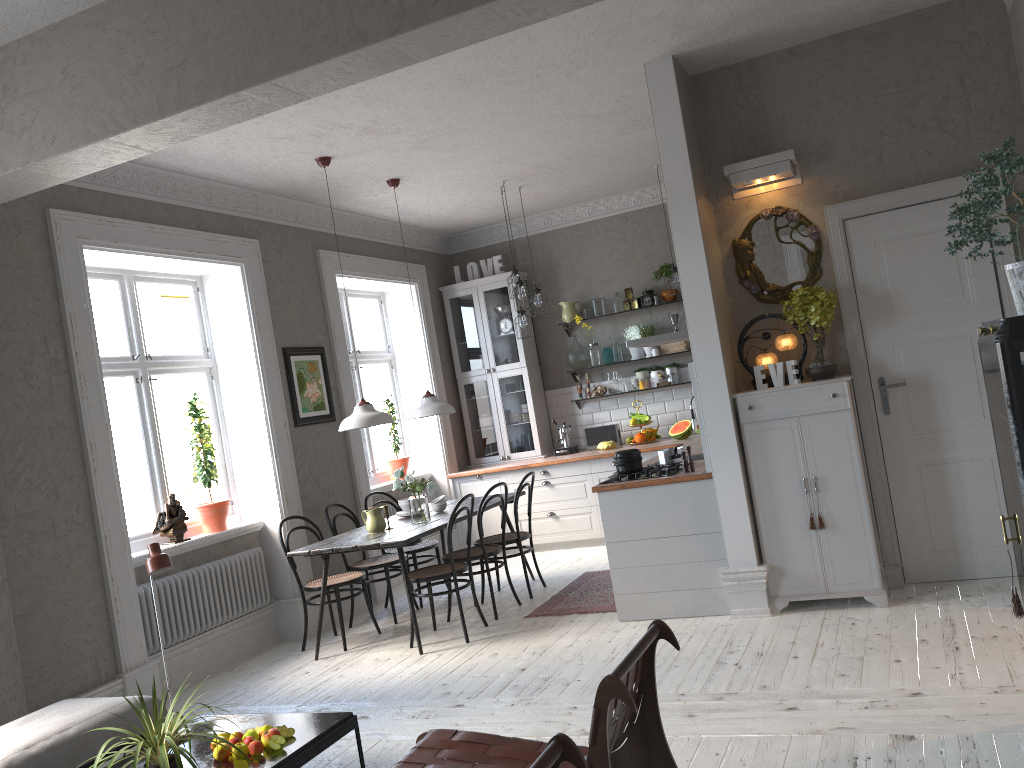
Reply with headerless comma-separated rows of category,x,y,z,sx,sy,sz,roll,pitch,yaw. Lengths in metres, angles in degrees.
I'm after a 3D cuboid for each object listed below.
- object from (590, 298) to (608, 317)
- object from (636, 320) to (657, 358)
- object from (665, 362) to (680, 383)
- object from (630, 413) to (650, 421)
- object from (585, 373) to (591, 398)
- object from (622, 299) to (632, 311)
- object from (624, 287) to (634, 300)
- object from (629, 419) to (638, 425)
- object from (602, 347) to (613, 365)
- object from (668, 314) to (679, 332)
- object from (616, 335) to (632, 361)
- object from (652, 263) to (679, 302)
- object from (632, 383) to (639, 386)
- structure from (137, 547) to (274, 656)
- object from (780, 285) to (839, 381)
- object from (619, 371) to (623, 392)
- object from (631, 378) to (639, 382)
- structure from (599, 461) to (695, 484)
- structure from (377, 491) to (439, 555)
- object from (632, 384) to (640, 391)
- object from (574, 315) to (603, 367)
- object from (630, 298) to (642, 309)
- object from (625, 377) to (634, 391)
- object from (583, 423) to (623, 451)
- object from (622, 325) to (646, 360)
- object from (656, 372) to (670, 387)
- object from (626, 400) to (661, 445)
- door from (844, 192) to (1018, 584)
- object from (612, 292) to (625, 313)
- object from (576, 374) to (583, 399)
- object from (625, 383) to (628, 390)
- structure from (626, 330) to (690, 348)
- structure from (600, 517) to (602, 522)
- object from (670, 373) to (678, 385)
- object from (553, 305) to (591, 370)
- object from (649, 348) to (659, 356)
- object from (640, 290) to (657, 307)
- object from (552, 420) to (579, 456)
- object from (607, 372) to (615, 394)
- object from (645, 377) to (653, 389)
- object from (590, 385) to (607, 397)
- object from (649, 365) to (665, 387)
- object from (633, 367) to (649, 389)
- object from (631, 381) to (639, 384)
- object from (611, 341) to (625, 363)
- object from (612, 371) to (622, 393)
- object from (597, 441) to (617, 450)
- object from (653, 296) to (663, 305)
object,0.874,-0.761,8.870,0.175,0.184,0.169,-9,-1,-28
object,1.337,-0.451,8.698,0.186,0.380,0.167,-9,-1,-16
object,1.587,-0.105,8.696,0.156,0.213,0.155,-10,-1,20
object,1.236,0.313,8.561,0.207,0.101,0.068,-10,-1,29
object,0.775,0.010,8.968,0.062,0.264,0.052,-9,-1,-31
object,1.147,-0.773,8.753,0.081,0.113,0.084,-10,-1,23
object,1.154,-0.888,8.730,0.082,0.113,0.083,-9,-1,3
object,1.189,0.381,8.618,0.095,0.078,0.102,-10,-1,10
object,0.976,-0.281,8.908,0.124,0.172,0.128,-10,-1,26
object,1.590,-0.558,8.617,0.130,0.287,0.131,-10,-1,8
object,1.125,-0.351,8.912,0.129,0.264,0.134,-10,-1,28
object,1.523,-0.982,8.590,0.246,0.397,0.255,-9,-1,-43
object,1.218,0.018,8.694,0.076,0.051,0.078,-10,-1,16
structure,-2.041,1.415,5.875,0.146,0.428,1.240,-10,-1,22
object,1.776,-0.301,5.152,0.347,0.553,0.291,-9,-1,-33
object,1.076,-0.021,8.858,0.081,0.217,0.082,-10,-1,9
object,1.211,-0.024,8.695,0.077,0.051,0.077,-10,-1,9
structure,0.889,0.567,5.788,0.489,0.031,0.615,-10,-1,23
structure,-1.012,1.292,8.230,0.146,0.428,1.240,-10,-1,22
object,1.220,0.035,8.694,0.076,0.051,0.078,-10,-1,16
object,0.760,-0.435,8.829,0.189,0.540,0.283,-10,-1,15
object,1.224,-0.786,8.717,0.081,0.113,0.084,-10,-1,33
object,1.169,0.001,8.760,0.079,0.139,0.078,-9,-1,-4
object,0.900,0.528,8.776,0.346,0.226,0.089,-10,-1,22
object,1.240,-0.420,8.795,0.240,0.354,0.239,-10,-1,41
object,1.471,-0.054,8.640,0.119,0.147,0.100,-9,-1,-10
object,1.243,0.369,8.590,0.350,0.425,0.354,-10,-1,8
door,2.489,0.047,5.116,0.740,2.183,0.081,-10,-1,22
object,1.071,-0.810,8.892,0.142,0.220,0.138,-9,-1,-18
object,0.686,0.026,9.022,0.053,0.264,0.061,-9,-1,-6
object,1.177,0.029,8.841,0.076,0.083,0.079,-10,-1,41
structure,1.179,-1.124,6.726,0.702,1.595,0.722,-10,-1,23
structure,0.970,0.923,5.770,0.609,0.623,0.631,-10,-1,23
object,1.565,-0.053,8.582,0.077,0.108,0.078,-10,-1,16
object,0.610,-0.477,8.936,0.336,0.674,0.335,-9,-1,-9
object,1.396,-0.307,8.612,0.064,0.071,0.104,-9,-1,-37
object,1.350,-0.838,8.718,0.140,0.174,0.144,-10,-1,23
object,0.503,0.523,8.840,0.203,0.370,0.358,-10,-1,23
object,1.000,-0.008,8.894,0.081,0.217,0.082,-10,-1,9
object,1.342,-0.014,8.702,0.077,0.108,0.078,-10,-1,16
object,0.870,0.069,8.906,0.177,0.111,0.096,-9,-1,0
object,1.435,-0.080,8.749,0.150,0.214,0.170,-9,-1,-37
object,1.290,-0.059,8.799,0.156,0.217,0.156,-9,-1,3
object,1.215,0.001,8.694,0.075,0.051,0.079,-10,-1,42
object,1.048,-0.312,8.780,0.127,0.206,0.122,-9,-1,-45
object,1.042,-0.017,8.774,0.081,0.217,0.082,-10,-1,9
object,0.917,0.593,8.550,0.194,0.083,0.192,-10,-1,23
object,1.417,-0.812,8.585,0.092,0.096,0.076,-10,-1,23
